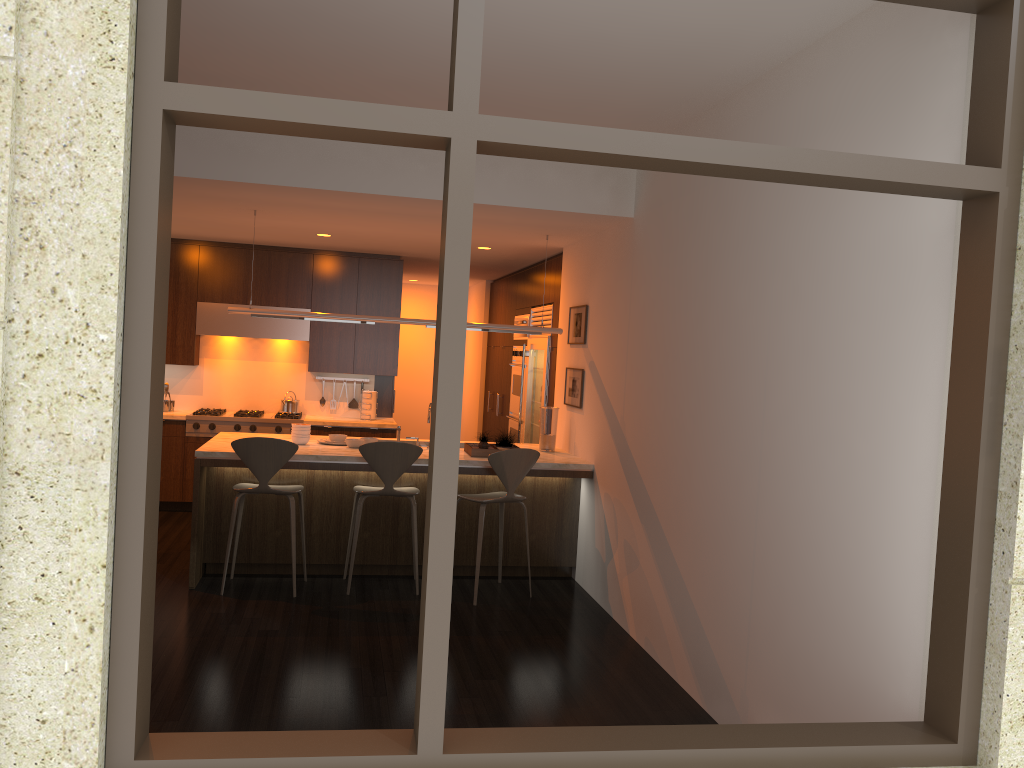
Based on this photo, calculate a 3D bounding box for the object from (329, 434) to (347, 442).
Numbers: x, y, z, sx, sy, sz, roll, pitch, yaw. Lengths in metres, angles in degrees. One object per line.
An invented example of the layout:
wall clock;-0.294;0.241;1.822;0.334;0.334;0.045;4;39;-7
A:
object;-1.314;0.415;6.687;0.139;0.059;0.138;4;2;15

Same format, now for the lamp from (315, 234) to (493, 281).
lamp;-8.504;-1.770;7.807;16.431;0.171;5.868;3;2;-11

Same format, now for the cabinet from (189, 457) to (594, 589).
cabinet;-0.893;0.952;6.700;2.713;0.876;1.281;3;2;-11

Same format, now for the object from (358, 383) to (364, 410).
object;-1.557;0.125;9.189;0.063;0.281;0.063;2;2;-34

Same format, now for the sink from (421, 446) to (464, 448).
sink;-0.682;0.602;7.029;0.813;0.176;0.457;3;2;-11

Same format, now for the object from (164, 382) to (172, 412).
object;-3.349;0.125;8.554;0.088;0.288;0.101;4;2;19

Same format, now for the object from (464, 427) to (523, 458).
object;-0.085;0.409;6.612;0.497;0.231;0.503;3;2;-11

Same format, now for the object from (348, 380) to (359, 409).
object;-1.635;0.106;9.190;0.112;0.303;0.036;3;2;-11

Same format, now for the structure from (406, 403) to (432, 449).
structure;-0.593;0.319;6.771;0.310;0.341;0.321;4;2;26

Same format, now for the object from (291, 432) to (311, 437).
object;-1.548;0.389;6.497;0.140;0.068;0.139;2;2;-28

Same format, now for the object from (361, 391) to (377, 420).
object;-1.449;0.214;8.992;0.144;0.286;0.149;2;2;-29

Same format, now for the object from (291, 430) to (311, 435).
object;-1.546;0.368;6.496;0.140;0.062;0.139;3;2;-11

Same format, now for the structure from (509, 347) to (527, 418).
structure;0.345;0.267;9.340;0.687;1.294;0.743;3;2;-11

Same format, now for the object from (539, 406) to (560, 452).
object;0.286;0.358;7.003;0.159;0.349;0.159;2;2;-37

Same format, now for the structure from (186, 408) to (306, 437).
structure;-2.588;0.293;8.746;1.067;0.422;0.824;3;2;-11

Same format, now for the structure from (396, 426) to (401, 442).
structure;-0.855;0.396;6.689;0.050;0.161;0.067;3;2;-11

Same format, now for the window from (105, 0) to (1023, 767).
window;0.221;-0.086;2.337;2.310;2.201;0.152;3;2;-10

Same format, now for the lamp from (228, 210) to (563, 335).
lamp;-0.809;-0.814;6.602;2.465;0.765;0.120;3;2;-11

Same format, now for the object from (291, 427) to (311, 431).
object;-1.545;0.346;6.495;0.140;0.064;0.139;2;2;-37

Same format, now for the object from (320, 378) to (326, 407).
object;-1.940;0.086;9.111;0.061;0.296;0.020;3;2;-12

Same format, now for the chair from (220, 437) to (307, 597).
chair;-1.636;0.851;5.908;0.520;1.047;0.506;3;2;-6

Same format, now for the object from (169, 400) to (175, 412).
object;-3.317;0.215;8.638;0.060;0.106;0.060;4;2;21

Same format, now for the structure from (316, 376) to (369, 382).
structure;-1.747;-0.050;9.152;0.541;0.031;0.048;3;2;-8

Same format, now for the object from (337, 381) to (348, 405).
object;-1.739;0.093;9.153;0.114;0.271;0.008;3;2;-11

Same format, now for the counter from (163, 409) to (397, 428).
counter;-2.874;0.327;8.216;3.616;0.038;3.187;3;2;-11

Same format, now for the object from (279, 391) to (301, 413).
object;-2.239;0.180;8.951;0.221;0.218;0.221;2;2;-26

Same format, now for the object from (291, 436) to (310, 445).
object;-1.550;0.414;6.498;0.140;0.059;0.139;3;2;-20

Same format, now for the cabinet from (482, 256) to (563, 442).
cabinet;0.322;0.091;9.567;0.690;2.540;3.924;3;2;-11

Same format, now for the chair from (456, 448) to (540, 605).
chair;-0.119;0.933;6.091;0.520;1.047;0.506;2;2;-36

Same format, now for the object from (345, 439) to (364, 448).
object;-1.154;0.437;6.494;0.139;0.059;0.138;4;2;15

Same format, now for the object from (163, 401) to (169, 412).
object;-3.340;0.216;8.553;0.060;0.106;0.060;4;2;21

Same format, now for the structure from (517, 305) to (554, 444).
structure;0.483;0.343;8.492;0.687;2.129;0.915;3;2;-11

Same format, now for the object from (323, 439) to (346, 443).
object;-1.315;0.436;6.688;0.217;0.025;0.216;4;2;6

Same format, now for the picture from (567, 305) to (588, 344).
picture;0.508;-0.459;6.912;0.012;0.298;0.493;3;2;-11

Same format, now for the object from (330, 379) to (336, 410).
object;-1.837;0.107;9.136;0.066;0.314;0.004;3;2;-11

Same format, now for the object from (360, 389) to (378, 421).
object;-1.457;0.212;8.997;0.160;0.304;0.168;5;2;33

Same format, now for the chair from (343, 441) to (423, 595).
chair;-0.868;0.889;6.101;0.520;1.047;0.506;3;2;-11

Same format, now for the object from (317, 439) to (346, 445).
object;-1.315;0.440;6.688;0.310;0.021;0.309;3;2;-11

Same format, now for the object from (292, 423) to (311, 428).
object;-1.545;0.325;6.495;0.140;0.062;0.139;3;2;-3

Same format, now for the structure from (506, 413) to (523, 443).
structure;0.019;0.606;9.292;0.064;0.544;0.710;3;2;-11

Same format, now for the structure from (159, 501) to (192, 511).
structure;-2.906;0.788;8.296;3.400;0.862;3.060;3;2;-11

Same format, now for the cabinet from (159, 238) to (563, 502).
cabinet;-1.668;-0.174;7.227;5.521;2.997;7.728;3;2;-11

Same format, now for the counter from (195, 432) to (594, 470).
counter;-0.867;0.496;6.685;2.711;0.038;1.280;3;2;-11

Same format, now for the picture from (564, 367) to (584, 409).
picture;0.480;0.026;6.926;0.012;0.300;0.496;3;2;-11

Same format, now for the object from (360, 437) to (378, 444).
object;-1.070;0.437;6.642;0.139;0.059;0.138;4;2;15
